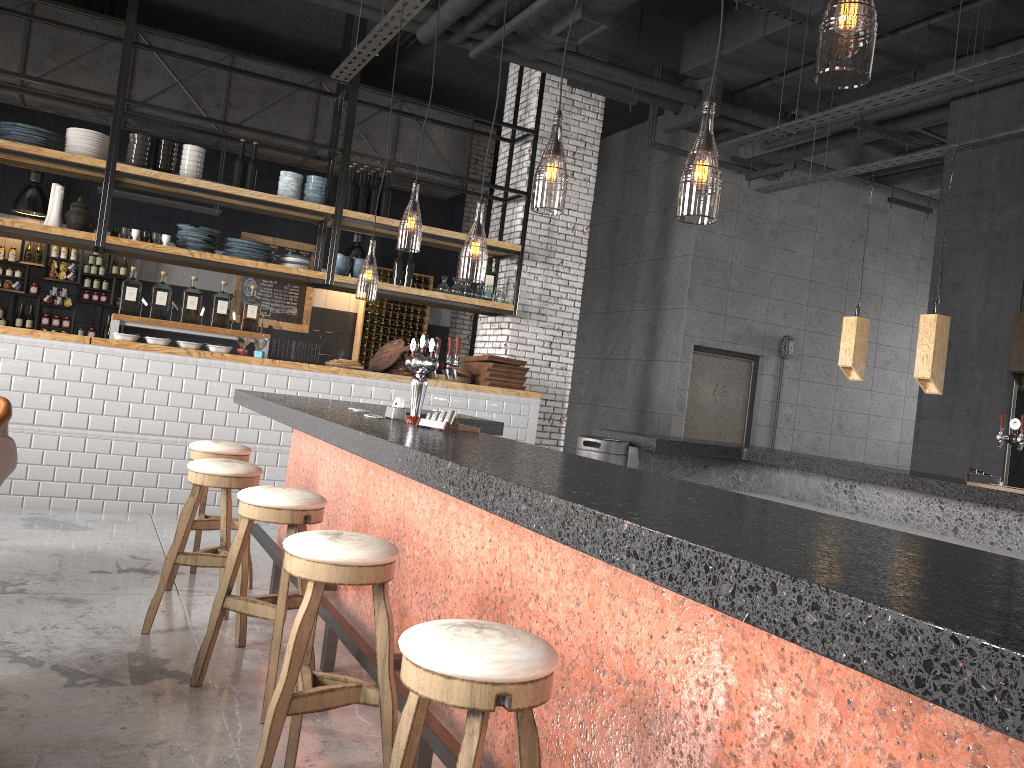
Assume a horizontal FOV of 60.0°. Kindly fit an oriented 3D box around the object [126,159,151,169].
[{"bbox_3d":[-3.199,-1.848,7.574,0.196,0.102,0.196,7,-1,-13],"label":"object"}]

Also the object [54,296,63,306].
[{"bbox_3d":[-5.115,-0.934,10.000,0.111,0.101,0.089,6,-1,31],"label":"object"}]

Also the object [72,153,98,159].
[{"bbox_3d":[-3.561,-1.861,7.394,0.335,0.033,0.334,7,-1,13],"label":"object"}]

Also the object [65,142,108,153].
[{"bbox_3d":[-3.549,-1.958,7.396,0.335,0.040,0.334,7,-1,19],"label":"object"}]

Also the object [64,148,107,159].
[{"bbox_3d":[-3.555,-1.900,7.395,0.335,0.037,0.334,7,-1,31],"label":"object"}]

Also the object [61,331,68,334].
[{"bbox_3d":[-5.059,-0.548,10.022,0.107,0.108,0.088,7,-1,25],"label":"object"}]

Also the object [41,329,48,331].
[{"bbox_3d":[-5.240,-0.573,9.934,0.092,0.112,0.100,8,-2,-39],"label":"object"}]

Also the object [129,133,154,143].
[{"bbox_3d":[-3.174,-2.069,7.580,0.196,0.105,0.196,7,-1,-4],"label":"object"}]

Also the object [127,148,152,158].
[{"bbox_3d":[-3.188,-1.936,7.576,0.196,0.102,0.196,7,-1,3],"label":"object"}]

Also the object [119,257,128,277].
[{"bbox_3d":[-4.491,-1.378,10.275,0.079,0.281,0.079,8,-2,-32],"label":"object"}]

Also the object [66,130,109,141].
[{"bbox_3d":[-3.538,-2.050,7.400,0.335,0.039,0.334,7,-1,39],"label":"object"}]

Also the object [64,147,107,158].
[{"bbox_3d":[-3.554,-1.919,7.395,0.335,0.040,0.334,7,-1,28],"label":"object"}]

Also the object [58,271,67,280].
[{"bbox_3d":[-5.064,-1.229,10.000,0.092,0.112,0.100,8,-2,-39],"label":"object"}]

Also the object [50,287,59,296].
[{"bbox_3d":[-5.153,-1.041,9.978,0.111,0.101,0.089,6,-1,31],"label":"object"}]

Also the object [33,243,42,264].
[{"bbox_3d":[-5.283,-1.479,9.894,0.079,0.281,0.079,6,-2,43],"label":"object"}]

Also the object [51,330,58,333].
[{"bbox_3d":[-5.156,-0.561,9.977,0.092,0.108,0.105,7,-1,-14],"label":"object"}]

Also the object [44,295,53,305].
[{"bbox_3d":[-5.211,-0.951,9.942,0.085,0.111,0.118,6,-1,33],"label":"object"}]

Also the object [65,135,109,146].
[{"bbox_3d":[-3.543,-2.012,7.399,0.335,0.041,0.334,7,-1,34],"label":"object"}]

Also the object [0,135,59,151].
[{"bbox_3d":[-3.934,-1.930,7.214,0.454,0.045,0.453,7,-1,39],"label":"object"}]

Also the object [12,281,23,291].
[{"bbox_3d":[-5.468,-1.087,9.812,0.092,0.108,0.105,7,-1,-14],"label":"object"}]

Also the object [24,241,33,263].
[{"bbox_3d":[-5.366,-1.490,9.854,0.079,0.281,0.079,8,-2,-22],"label":"object"}]

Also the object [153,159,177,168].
[{"bbox_3d":[-3.004,-1.868,7.666,0.196,0.101,0.196,7,-1,-6],"label":"object"}]

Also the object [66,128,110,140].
[{"bbox_3d":[-3.535,-2.070,7.401,0.335,0.039,0.334,7,-1,38],"label":"object"}]

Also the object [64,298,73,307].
[{"bbox_3d":[-5.018,-0.927,10.035,0.092,0.112,0.100,8,-2,-39],"label":"object"}]

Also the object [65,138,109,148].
[{"bbox_3d":[-3.545,-1.993,7.398,0.334,0.043,0.335,8,-1,-42],"label":"object"}]

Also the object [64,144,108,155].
[{"bbox_3d":[-3.552,-1.938,7.397,0.335,0.039,0.334,7,-1,31],"label":"object"}]

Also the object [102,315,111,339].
[{"bbox_3d":[-4.660,-0.652,10.212,0.079,0.281,0.079,7,-2,-7],"label":"object"}]

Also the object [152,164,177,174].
[{"bbox_3d":[-3.011,-1.825,7.667,0.196,0.104,0.196,7,-1,11],"label":"object"}]

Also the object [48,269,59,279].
[{"bbox_3d":[-5.152,-1.238,9.959,0.107,0.108,0.088,7,-1,25],"label":"object"}]

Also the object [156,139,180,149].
[{"bbox_3d":[-2.982,-2.044,7.673,0.197,0.103,0.196,6,-1,40],"label":"object"}]

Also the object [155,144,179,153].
[{"bbox_3d":[-2.986,-2.000,7.668,0.196,0.102,0.196,8,-1,-32],"label":"object"}]

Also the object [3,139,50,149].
[{"bbox_3d":[-3.938,-1.906,7.213,0.454,0.033,0.454,7,-1,-17],"label":"object"}]

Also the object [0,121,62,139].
[{"bbox_3d":[-3.920,-2.047,7.217,0.454,0.039,0.454,7,-1,-6],"label":"object"}]

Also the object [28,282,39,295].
[{"bbox_3d":[-5.331,-1.062,9.887,0.100,0.140,0.088,8,-1,-25],"label":"object"}]

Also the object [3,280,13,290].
[{"bbox_3d":[-5.550,-1.097,9.772,0.107,0.108,0.088,7,-1,25],"label":"object"}]

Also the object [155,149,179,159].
[{"bbox_3d":[-2.992,-1.956,7.666,0.196,0.102,0.196,7,-1,-15],"label":"object"}]

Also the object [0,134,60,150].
[{"bbox_3d":[-3.932,-1.953,7.214,0.454,0.042,0.453,7,-1,25],"label":"object"}]

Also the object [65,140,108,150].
[{"bbox_3d":[-3.547,-1.973,7.397,0.334,0.039,0.335,7,-1,-18],"label":"object"}]

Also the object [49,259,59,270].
[{"bbox_3d":[-5.142,-1.341,9.959,0.092,0.112,0.100,8,-2,-39],"label":"object"}]

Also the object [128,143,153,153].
[{"bbox_3d":[-3.181,-1.980,7.577,0.197,0.100,0.196,7,-1,30],"label":"object"}]

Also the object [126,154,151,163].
[{"bbox_3d":[-3.195,-1.893,7.574,0.196,0.104,0.196,7,-1,28],"label":"object"}]

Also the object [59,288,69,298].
[{"bbox_3d":[-5.064,-1.029,10.021,0.111,0.101,0.089,6,-1,31],"label":"object"}]

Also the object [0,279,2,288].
[{"bbox_3d":[-5.643,-1.111,9.726,0.092,0.112,0.100,8,-2,-39],"label":"object"}]

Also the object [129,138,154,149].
[{"bbox_3d":[-3.171,-2.024,7.578,0.196,0.107,0.196,7,-1,3],"label":"object"}]

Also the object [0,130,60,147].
[{"bbox_3d":[-3.929,-1.976,7.215,0.453,0.038,0.454,7,-1,-24],"label":"object"}]

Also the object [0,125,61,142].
[{"bbox_3d":[-3.922,-2.024,7.215,0.454,0.050,0.453,7,-1,40],"label":"object"}]

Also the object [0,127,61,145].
[{"bbox_3d":[-3.926,-2.000,7.216,0.454,0.037,0.453,7,-1,19],"label":"object"}]

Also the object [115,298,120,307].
[{"bbox_3d":[-4.541,-0.945,10.259,0.107,0.108,0.088,7,-1,25],"label":"object"}]

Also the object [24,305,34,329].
[{"bbox_3d":[-5.368,-0.743,9.873,0.079,0.281,0.079,6,-2,33],"label":"object"}]

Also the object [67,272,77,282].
[{"bbox_3d":[-4.979,-1.216,10.042,0.092,0.108,0.105,7,-1,-14],"label":"object"}]

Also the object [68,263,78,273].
[{"bbox_3d":[-4.967,-1.317,10.045,0.092,0.108,0.105,7,-1,-14],"label":"object"}]

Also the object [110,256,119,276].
[{"bbox_3d":[-4.575,-1.389,10.234,0.079,0.281,0.079,6,-2,38],"label":"object"}]

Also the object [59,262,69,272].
[{"bbox_3d":[-5.049,-1.327,10.005,0.107,0.108,0.088,7,-1,25],"label":"object"}]

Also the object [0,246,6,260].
[{"bbox_3d":[-5.602,-1.435,9.722,0.079,0.157,0.079,7,-1,4],"label":"object"}]

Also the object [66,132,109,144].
[{"bbox_3d":[-3.540,-2.032,7.400,0.335,0.044,0.334,7,-1,35],"label":"object"}]

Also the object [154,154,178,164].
[{"bbox_3d":[-2.994,-1.912,7.664,0.196,0.107,0.196,6,-1,36],"label":"object"}]

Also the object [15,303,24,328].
[{"bbox_3d":[-5.453,-0.754,9.832,0.079,0.281,0.079,8,-2,-17],"label":"object"}]

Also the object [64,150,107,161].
[{"bbox_3d":[-3.559,-1.881,7.396,0.334,0.046,0.335,8,-1,-45],"label":"object"}]
